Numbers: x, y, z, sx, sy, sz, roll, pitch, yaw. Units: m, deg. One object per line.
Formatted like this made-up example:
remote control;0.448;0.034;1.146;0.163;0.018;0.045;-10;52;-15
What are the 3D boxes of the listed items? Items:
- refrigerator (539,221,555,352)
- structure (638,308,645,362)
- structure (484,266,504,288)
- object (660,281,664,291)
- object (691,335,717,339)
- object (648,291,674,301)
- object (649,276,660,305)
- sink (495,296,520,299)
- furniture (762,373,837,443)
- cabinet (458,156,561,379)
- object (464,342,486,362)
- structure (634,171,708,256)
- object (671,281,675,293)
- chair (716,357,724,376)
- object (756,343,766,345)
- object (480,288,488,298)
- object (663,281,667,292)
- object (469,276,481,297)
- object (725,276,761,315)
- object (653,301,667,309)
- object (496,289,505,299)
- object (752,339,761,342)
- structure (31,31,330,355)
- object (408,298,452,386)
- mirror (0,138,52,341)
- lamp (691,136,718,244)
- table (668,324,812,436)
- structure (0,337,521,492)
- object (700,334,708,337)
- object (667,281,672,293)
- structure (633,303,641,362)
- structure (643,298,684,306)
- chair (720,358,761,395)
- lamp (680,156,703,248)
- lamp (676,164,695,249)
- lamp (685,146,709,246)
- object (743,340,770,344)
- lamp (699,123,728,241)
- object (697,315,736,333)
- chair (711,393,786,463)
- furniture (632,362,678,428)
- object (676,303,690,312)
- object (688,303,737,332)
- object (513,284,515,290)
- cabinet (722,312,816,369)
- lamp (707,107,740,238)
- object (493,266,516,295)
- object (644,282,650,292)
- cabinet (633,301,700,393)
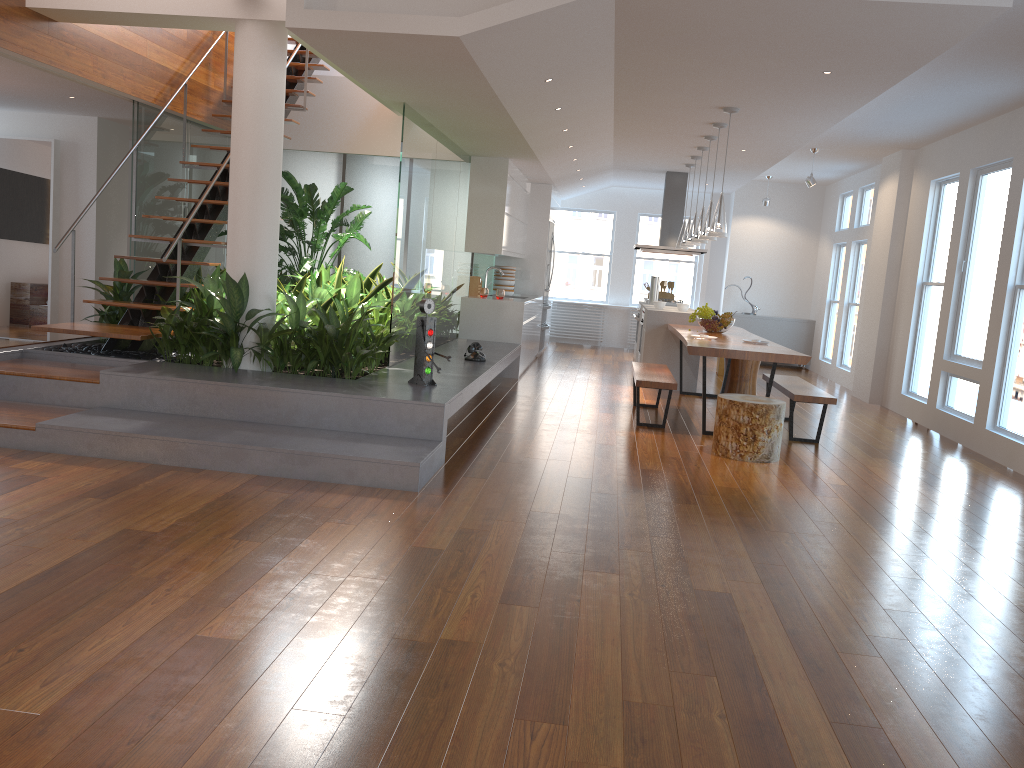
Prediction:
refrigerator;0.197;-1.354;12.285;0.725;1.772;0.908;5;8;6
structure;1.522;-0.560;10.372;0.072;0.648;0.644;5;8;6
structure;-0.224;-1.139;10.588;0.248;0.536;0.115;5;8;6
object;2.046;-1.267;12.130;0.061;0.299;0.040;5;8;3
object;1.614;-0.392;7.459;0.222;0.020;0.222;-3;10;-43
object;2.038;-1.187;12.131;0.353;0.157;0.084;5;8;6
object;1.817;-1.184;11.239;0.172;0.356;0.120;-1;9;-36
sink;-0.050;-0.923;10.567;0.449;0.192;0.666;5;8;6
furniture;2.361;0.198;7.434;0.316;0.389;1.433;5;8;6
cabinet;0.077;-1.480;11.530;0.676;2.280;4.565;5;8;6
object;-0.320;-0.274;7.425;0.216;0.155;0.181;0;9;-29
structure;2.103;-2.399;11.492;0.909;1.405;0.900;5;8;6
object;2.179;-1.253;12.117;0.057;0.294;0.030;5;8;6
chair;2.847;-0.329;11.462;0.344;0.430;0.549;6;8;10
object;2.028;-0.334;7.263;0.158;0.017;0.019;5;8;1
object;-0.302;-0.986;9.586;0.094;0.106;0.094;6;8;11
object;2.077;-1.261;12.107;0.057;0.299;0.019;5;8;6
object;-0.408;-1.086;9.860;0.104;0.222;0.200;5;8;6
object;3.462;-1.323;13.213;0.590;0.563;0.210;1;8;-23
object;1.639;-0.875;9.861;0.152;0.082;0.152;-3;11;-44
object;-0.127;-0.963;9.522;0.094;0.106;0.094;6;8;11
object;2.027;-0.353;7.369;0.070;0.030;0.079;-2;10;-40
structure;-1.655;-2.272;7.818;2.552;4.265;4.591;5;8;6
object;-0.511;-0.263;5.707;0.318;0.565;0.134;11;10;42
mirror;-5.406;-1.518;9.223;1.267;2.044;0.049;5;8;6
lamp;1.834;-1.872;8.402;0.160;1.060;0.160;9;9;32
table;2.029;-0.262;9.447;0.893;0.704;5.996;5;8;6
structure;-1.684;-0.110;7.421;3.088;0.386;5.584;5;8;6
object;1.615;-0.398;7.458;0.070;0.030;0.079;0;9;-31
object;2.141;-1.255;12.103;0.068;0.298;0.039;5;8;6
structure;1.921;-0.669;11.745;0.649;0.735;0.890;5;8;6
structure;1.998;-1.087;11.696;0.520;0.073;0.650;5;8;6
chair;2.397;-0.081;9.298;0.396;0.455;0.402;4;8;-4
lamp;1.995;-2.051;9.827;0.160;1.060;0.160;9;9;32
lamp;2.076;-2.140;10.540;0.160;1.060;0.160;9;9;32
lamp;1.915;-1.961;9.114;0.160;1.060;0.160;9;9;32
object;2.027;-0.347;7.369;0.222;0.020;0.222;4;8;-2
lamp;1.754;-1.782;7.689;0.160;1.060;0.160;9;9;32
object;1.924;-0.557;8.392;0.360;0.159;0.360;0;9;-30
chair;1.644;0.301;6.170;0.460;0.400;0.460;7;8;16
furniture;1.179;0.087;7.554;0.316;0.389;1.433;5;8;6
object;1.873;-0.836;9.714;0.152;0.082;0.152;0;9;-33
object;1.905;-0.623;8.400;0.394;0.284;0.292;0;9;-30
object;-0.095;-1.265;11.511;0.284;0.196;0.265;-2;10;-42
cabinet;3.797;-0.656;13.303;1.309;0.725;0.420;5;8;6
lamp;1.673;-1.693;6.976;0.160;1.060;0.160;9;9;32
object;-0.098;-1.296;11.116;0.267;0.356;0.266;9;9;31
object;1.889;-1.264;12.145;0.199;0.259;0.016;7;8;16
cabinet;1.858;-0.528;10.849;0.597;0.832;2.936;5;8;6
